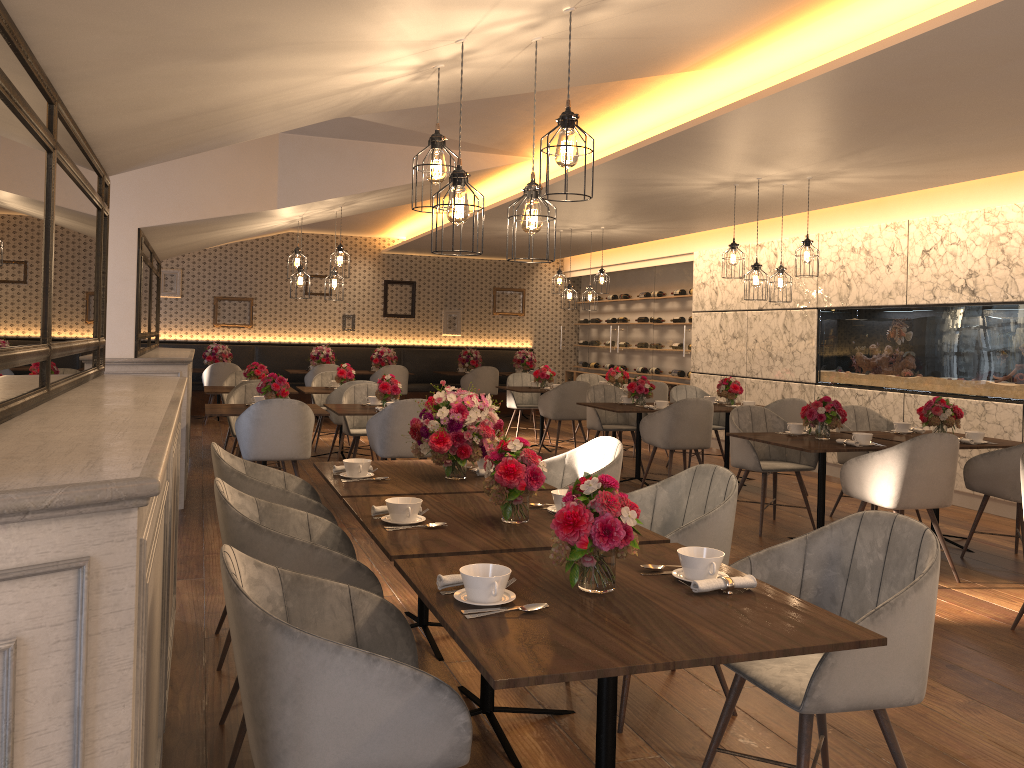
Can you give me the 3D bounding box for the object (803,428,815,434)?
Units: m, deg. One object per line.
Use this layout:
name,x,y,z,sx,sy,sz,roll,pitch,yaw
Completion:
object,2.077,0.329,6.172,0.056,0.039,0.176,1,3,-19

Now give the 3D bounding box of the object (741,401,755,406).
object,2.219,0.198,8.305,0.148,0.072,0.148,-1,3,-42

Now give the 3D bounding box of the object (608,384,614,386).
object,1.269,0.027,11.244,0.056,0.039,0.176,1,3,-19

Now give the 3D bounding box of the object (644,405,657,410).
object,1.245,0.207,7.962,0.056,0.039,0.176,1,3,-19

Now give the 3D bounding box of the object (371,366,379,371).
object,-2.170,-0.241,14.098,0.148,0.072,0.148,3,3,28

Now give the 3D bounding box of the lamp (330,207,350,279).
lamp,-1.529,-1.993,7.998,0.175,2.071,0.175,2,0,-18

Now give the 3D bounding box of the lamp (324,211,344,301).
lamp,-1.643,-1.820,8.307,0.175,2.071,0.175,2,0,-18

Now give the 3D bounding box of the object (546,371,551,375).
object,0.418,-0.130,10.572,0.077,0.052,0.045,3,2,33

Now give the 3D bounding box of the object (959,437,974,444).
object,2.965,0.371,5.838,0.056,0.039,0.176,1,3,-19

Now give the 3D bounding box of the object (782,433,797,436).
object,1.905,0.347,6.083,0.022,0.004,0.211,0,3,-19

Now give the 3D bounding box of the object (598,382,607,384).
object,1.162,0.009,11.206,0.148,0.072,0.148,-1,3,-42

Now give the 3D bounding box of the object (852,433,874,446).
object,2.206,0.348,5.572,0.148,0.072,0.148,3,3,23

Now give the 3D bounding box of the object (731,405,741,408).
object,2.111,0.214,8.267,0.056,0.039,0.176,1,3,-19

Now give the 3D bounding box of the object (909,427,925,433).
object,2.944,0.335,6.477,0.056,0.039,0.176,1,3,-19

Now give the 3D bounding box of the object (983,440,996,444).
object,3.172,0.383,5.932,0.043,0.015,0.197,0,3,-23

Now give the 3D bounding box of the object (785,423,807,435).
object,1.970,0.311,6.134,0.148,0.072,0.148,3,3,23

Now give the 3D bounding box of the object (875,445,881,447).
object,2.270,0.382,5.622,0.022,0.004,0.211,0,3,-19

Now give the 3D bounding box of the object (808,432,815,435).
object,2.048,0.336,6.152,0.025,0.024,0.193,1,3,-19

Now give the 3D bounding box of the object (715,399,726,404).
object,2.091,0.178,8.905,0.056,0.039,0.176,1,3,-19

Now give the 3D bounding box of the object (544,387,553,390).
object,0.423,0.056,10.301,0.056,0.039,0.176,1,3,-19

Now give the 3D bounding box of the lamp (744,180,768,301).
lamp,1.973,-1.703,7.069,0.175,2.071,0.175,2,0,-18

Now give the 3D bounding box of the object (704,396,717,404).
object,1.984,0.160,8.867,0.148,0.072,0.148,-1,3,-42

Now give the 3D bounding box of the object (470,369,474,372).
object,-0.587,-0.193,14.009,0.148,0.072,0.148,3,3,23

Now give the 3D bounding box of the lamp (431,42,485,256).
lamp,-0.166,-1.493,3.125,0.175,2.071,0.175,2,0,-18

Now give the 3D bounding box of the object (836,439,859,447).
object,2.098,0.365,5.534,0.056,0.039,0.176,1,3,-19

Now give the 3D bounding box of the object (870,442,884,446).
object,2.306,0.377,5.628,0.043,0.015,0.197,0,3,-23

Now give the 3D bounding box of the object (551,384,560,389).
object,0.531,0.040,10.339,0.148,0.072,0.148,-1,3,-42

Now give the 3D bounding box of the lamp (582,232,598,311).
lamp,0.980,-1.940,10.874,0.175,2.071,0.175,2,0,-18

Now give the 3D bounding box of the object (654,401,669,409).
object,1.353,0.191,8.000,0.148,0.072,0.148,-1,3,-42

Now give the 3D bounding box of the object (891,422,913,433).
object,2.837,0.318,6.439,0.148,0.072,0.148,3,3,23

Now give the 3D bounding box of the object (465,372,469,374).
object,-0.695,-0.177,13.971,0.056,0.039,0.176,1,3,-19

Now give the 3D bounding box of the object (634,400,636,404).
object,1.224,0.172,8.600,0.056,0.039,0.176,1,3,-19

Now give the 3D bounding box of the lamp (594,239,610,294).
lamp,1.094,-2.114,10.565,0.175,2.071,0.175,2,0,-18

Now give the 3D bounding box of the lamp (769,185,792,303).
lamp,2.237,-1.708,7.296,0.175,2.071,0.175,2,0,-18

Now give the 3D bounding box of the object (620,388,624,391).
object,1.290,0.063,10.606,0.056,0.039,0.176,1,3,-19

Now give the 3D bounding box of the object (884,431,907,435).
object,2.771,0.353,6.388,0.022,0.004,0.211,0,3,-19

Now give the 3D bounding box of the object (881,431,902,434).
object,2.736,0.347,6.383,0.043,0.015,0.197,0,3,-23

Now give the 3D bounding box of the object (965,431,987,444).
object,3.073,0.355,5.877,0.148,0.072,0.148,3,3,23

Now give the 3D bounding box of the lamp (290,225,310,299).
lamp,-1.908,-1.814,8.080,0.175,2.071,0.175,2,0,-18

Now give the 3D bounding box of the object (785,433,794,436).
object,1.869,0.340,6.078,0.043,0.015,0.197,0,3,-23

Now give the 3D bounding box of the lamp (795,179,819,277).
lamp,2.351,-1.882,6.987,0.175,2.071,0.175,2,0,-18

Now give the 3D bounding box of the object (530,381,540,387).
object,0.295,0.002,10.901,0.148,0.072,0.148,-1,3,-42

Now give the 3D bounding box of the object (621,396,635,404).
object,1.117,0.154,8.562,0.148,0.072,0.148,-1,3,-42

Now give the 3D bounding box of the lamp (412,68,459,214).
lamp,-0.270,-1.707,3.435,0.175,2.071,0.175,2,0,-18

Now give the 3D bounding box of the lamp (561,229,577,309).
lamp,0.715,-1.935,10.647,0.175,2.071,0.175,2,0,-18

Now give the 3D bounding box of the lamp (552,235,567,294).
lamp,0.611,-2.148,10.957,0.175,2.071,0.175,2,0,-18

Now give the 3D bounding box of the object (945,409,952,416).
object,2.976,0.194,6.082,0.048,0.052,0.076,0,2,-40

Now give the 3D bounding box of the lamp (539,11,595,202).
lamp,0.213,-1.672,3.043,0.175,2.071,0.175,2,0,-18

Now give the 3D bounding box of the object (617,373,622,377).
object,1.300,-0.114,10.849,0.048,0.052,0.076,0,2,-40

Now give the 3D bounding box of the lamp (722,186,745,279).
lamp,1.869,-1.917,7.379,0.175,2.071,0.175,2,0,-18

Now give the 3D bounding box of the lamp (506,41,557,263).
lamp,0.098,-1.499,3.352,0.175,2.071,0.175,2,0,-18

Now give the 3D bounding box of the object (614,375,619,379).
object,1.273,-0.084,10.853,0.049,0.052,0.077,1,2,-9

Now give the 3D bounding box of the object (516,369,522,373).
object,0.122,-0.223,14.904,0.148,0.072,0.148,3,3,23

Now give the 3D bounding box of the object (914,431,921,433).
object,2.914,0.343,6.456,0.025,0.024,0.193,1,3,-19

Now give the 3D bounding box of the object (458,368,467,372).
object,-0.822,-0.231,14.572,0.148,0.072,0.148,3,3,28

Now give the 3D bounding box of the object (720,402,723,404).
object,2.061,0.185,8.884,0.025,0.024,0.193,1,3,-19

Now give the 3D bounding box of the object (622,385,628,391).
object,1.397,0.046,10.644,0.148,0.072,0.148,-1,3,-42

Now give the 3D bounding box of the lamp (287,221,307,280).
lamp,-2.011,-2.028,8.390,0.175,2.071,0.175,2,0,-18
